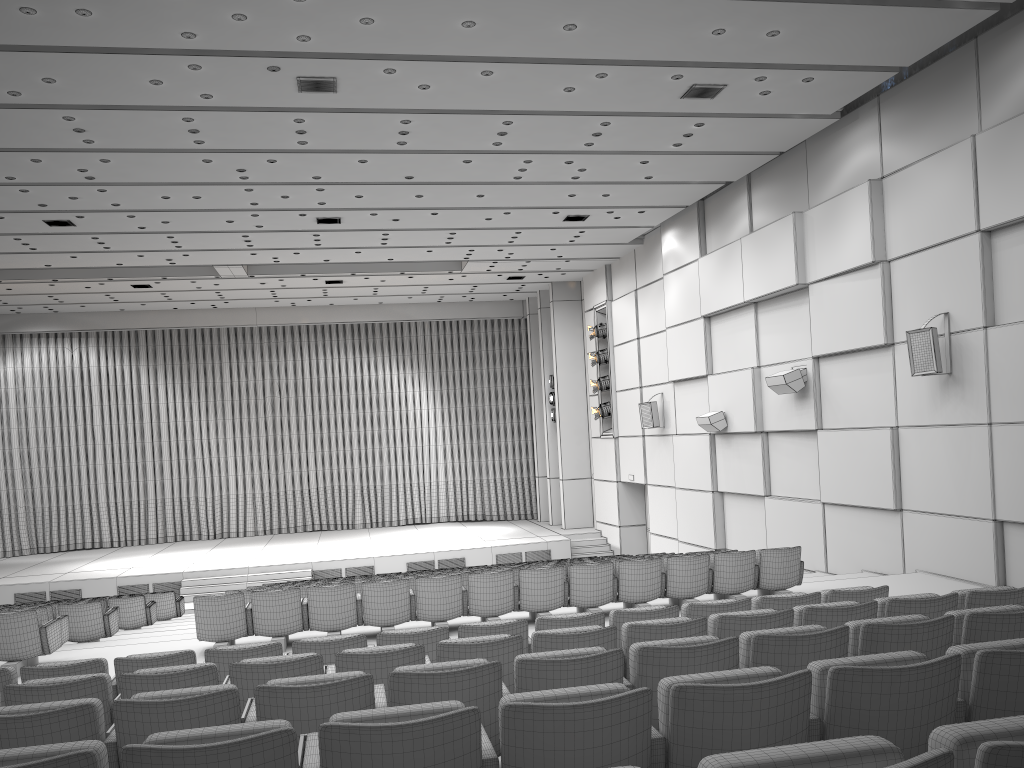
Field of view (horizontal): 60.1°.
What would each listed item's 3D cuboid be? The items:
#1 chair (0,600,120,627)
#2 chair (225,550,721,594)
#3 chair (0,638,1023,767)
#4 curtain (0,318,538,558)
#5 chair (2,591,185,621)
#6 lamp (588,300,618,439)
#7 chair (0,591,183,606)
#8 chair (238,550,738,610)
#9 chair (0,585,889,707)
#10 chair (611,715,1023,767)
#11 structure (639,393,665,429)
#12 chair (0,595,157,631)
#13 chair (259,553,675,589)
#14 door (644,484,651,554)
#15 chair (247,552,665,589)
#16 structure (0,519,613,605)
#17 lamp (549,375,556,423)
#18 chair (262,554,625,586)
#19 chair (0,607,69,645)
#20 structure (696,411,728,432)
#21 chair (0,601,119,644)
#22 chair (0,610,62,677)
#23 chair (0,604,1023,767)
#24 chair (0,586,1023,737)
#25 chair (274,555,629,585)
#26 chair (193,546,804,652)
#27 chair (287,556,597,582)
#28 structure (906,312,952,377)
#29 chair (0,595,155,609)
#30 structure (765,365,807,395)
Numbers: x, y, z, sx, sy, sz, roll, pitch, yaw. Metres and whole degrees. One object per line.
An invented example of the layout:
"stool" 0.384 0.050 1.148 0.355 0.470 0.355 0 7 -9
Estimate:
"chair" -8.340 3.307 11.388 6.046 0.622 0.613 -3 -1 -10
"chair" -0.335 2.736 11.751 6.596 0.622 0.613 -3 -1 -10
"chair" -3.032 1.435 2.380 13.741 0.622 0.613 -3 -1 -10
"curtain" -7.208 1.253 26.126 16.120 6.520 1.430 -3 0 -11
"chair" -8.933 3.981 14.636 6.596 0.622 0.613 -3 -1 -10
"lamp" 2.293 -0.326 21.803 0.755 3.340 1.022 -3 0 -15
"chair" -9.075 4.203 15.735 6.046 0.622 0.613 -3 -1 -10
"chair" -0.126 2.511 10.670 6.046 0.622 0.613 -3 -1 -10
"chair" -3.635 2.109 5.626 13.191 0.622 0.613 -3 -1 -10
"chair" -2.866 1.212 1.292 13.191 0.622 0.613 -3 -1 -10
"structure" 2.954 0.567 18.665 0.410 0.744 0.410 -3 0 37
"chair" -8.549 3.532 12.468 6.596 0.622 0.613 -3 -1 -10
"chair" -0.510 2.959 12.837 6.046 0.622 0.613 -3 -1 -10
"door" 3.405 3.375 20.709 0.085 2.178 1.700 -3 -1 -11
"chair" -0.719 3.184 13.918 6.596 0.622 0.613 -3 -1 -10
"structure" -6.386 4.719 23.093 17.808 0.845 8.332 -3 -3 -11
"lamp" 1.225 0.395 24.210 0.436 1.478 0.385 -3 1 -15
"chair" -1.104 3.633 16.085 6.596 0.622 0.613 -3 -1 -10
"chair" -7.956 2.859 9.221 6.046 0.622 0.613 -3 -1 -10
"structure" 3.651 0.651 15.981 0.470 0.417 0.521 -3 -2 -13
"chair" -8.165 3.084 10.301 6.596 0.622 0.613 -3 -1 -10
"chair" -7.780 2.635 8.134 6.596 0.622 0.613 -3 -1 -10
"chair" -3.251 1.660 3.459 13.191 0.622 0.613 -3 -1 -10
"chair" -3.416 1.884 4.547 13.741 0.622 0.613 -3 -1 -10
"chair" -0.894 3.408 15.005 6.046 0.622 0.613 -3 -1 -10
"chair" 0.050 2.287 9.584 6.596 0.622 0.613 -3 -1 -10
"chair" -1.246 3.855 17.184 6.046 0.622 0.613 -3 -1 -10
"structure" 4.951 -0.469 10.508 0.410 0.744 0.410 -3 0 37
"chair" -8.724 3.756 13.555 6.046 0.622 0.613 -3 -1 -10
"structure" 4.212 -0.061 13.510 0.470 0.417 0.521 -3 -2 -15
